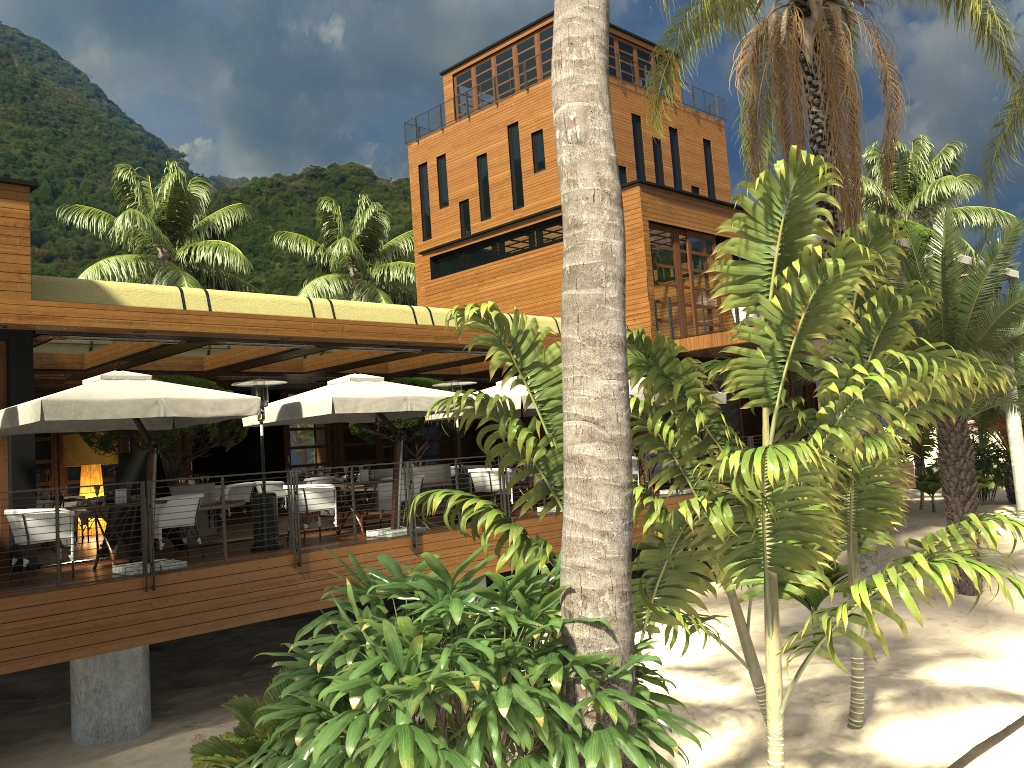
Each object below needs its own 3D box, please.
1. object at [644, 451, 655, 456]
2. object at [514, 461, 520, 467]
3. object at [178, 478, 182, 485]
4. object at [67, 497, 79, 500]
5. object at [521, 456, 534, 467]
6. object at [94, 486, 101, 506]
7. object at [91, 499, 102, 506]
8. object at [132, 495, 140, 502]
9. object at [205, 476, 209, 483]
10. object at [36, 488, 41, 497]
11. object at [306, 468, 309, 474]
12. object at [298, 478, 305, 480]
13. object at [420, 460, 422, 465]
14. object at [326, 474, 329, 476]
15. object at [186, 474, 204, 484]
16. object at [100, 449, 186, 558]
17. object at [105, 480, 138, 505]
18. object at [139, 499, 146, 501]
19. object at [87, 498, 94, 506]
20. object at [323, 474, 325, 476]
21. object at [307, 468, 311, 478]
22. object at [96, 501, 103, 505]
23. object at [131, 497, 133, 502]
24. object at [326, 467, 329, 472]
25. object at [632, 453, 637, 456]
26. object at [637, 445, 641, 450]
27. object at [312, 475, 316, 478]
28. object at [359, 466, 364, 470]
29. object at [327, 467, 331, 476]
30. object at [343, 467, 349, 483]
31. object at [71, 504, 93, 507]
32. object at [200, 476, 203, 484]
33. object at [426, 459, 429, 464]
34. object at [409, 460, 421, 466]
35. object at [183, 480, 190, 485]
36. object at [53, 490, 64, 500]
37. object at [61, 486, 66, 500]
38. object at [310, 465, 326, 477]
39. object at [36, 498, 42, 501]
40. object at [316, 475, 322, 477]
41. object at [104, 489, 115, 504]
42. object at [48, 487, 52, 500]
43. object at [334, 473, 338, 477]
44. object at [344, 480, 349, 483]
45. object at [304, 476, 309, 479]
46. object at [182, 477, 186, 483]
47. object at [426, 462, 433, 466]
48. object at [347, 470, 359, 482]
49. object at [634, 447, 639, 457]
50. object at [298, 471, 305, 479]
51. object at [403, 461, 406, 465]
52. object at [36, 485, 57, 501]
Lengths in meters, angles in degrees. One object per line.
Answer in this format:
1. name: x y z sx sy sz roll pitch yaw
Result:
1. object: 2.709 1.276 17.408 0.263 0.264 0.263 -4 -5 0
2. object: 0.074 1.341 15.218 0.168 0.179 0.163 0 -7 -43
3. object: -6.455 1.936 17.258 0.082 0.227 0.082 0 -6 -35
4. object: -7.566 1.967 15.232 0.170 0.025 0.294 -4 -4 -5
5. object: 0.280 1.268 15.009 0.263 0.264 0.263 -4 -5 0
6. object: -4.743 1.274 10.141 0.082 0.227 0.082 1 -7 -44
7. object: -4.821 1.375 10.280 0.116 0.065 0.116 0 -6 -41
8. object: -4.441 1.351 10.466 0.086 0.086 0.086 0 -6 -40
9. object: -5.872 1.883 17.101 0.082 0.227 0.082 0 -6 -35
10. object: -8.185 1.914 15.337 0.082 0.227 0.082 -2 -6 -21
11. object: -4.444 1.949 19.327 0.082 0.227 0.082 -1 -6 -26
12. object: -4.526 2.030 18.937 0.170 0.025 0.294 -2 -5 -22
13. object: -2.170 1.925 21.155 0.082 0.227 0.082 -4 -5 -2
14. object: -3.989 1.991 19.190 0.116 0.065 0.116 -2 -5 -24
15. object: -6.149 1.892 17.168 0.263 0.264 0.263 0 -6 -41
16. object: -5.026 1.608 12.029 0.768 1.399 0.771 -7 -6 29
17. object: -4.520 1.253 10.266 0.263 0.264 0.263 -4 -5 0
18. object: -4.452 1.398 10.670 0.170 0.025 0.294 0 -6 -45
19. object: -4.912 1.375 10.347 0.086 0.086 0.086 0 -6 -40
20. object: -4.133 2.009 19.444 0.086 0.086 0.086 -6 -5 18
21. object: -4.325 1.909 18.907 0.082 0.227 0.082 -1 -6 -33
22. object: -4.750 1.376 10.209 0.080 0.042 0.080 -7 -6 36
23. object: -4.532 1.373 10.528 0.116 0.065 0.116 0 -6 -41
24. object: -4.031 1.928 19.437 0.082 0.227 0.082 -1 -6 -33
25. object: 2.407 1.399 17.422 0.116 0.065 0.116 -6 -5 27
26. object: 2.485 1.298 17.283 0.082 0.227 0.082 1 -7 -44
27. object: -4.218 1.972 18.872 0.086 0.086 0.086 -6 -5 18
28. object: -2.219 1.314 13.058 0.082 0.227 0.082 -8 -6 34
29. object: -3.920 1.890 19.041 0.082 0.227 0.082 -1 -6 -26
30. object: -2.339 1.282 12.516 0.082 0.227 0.082 1 -7 -44
31. object: -4.899 1.389 10.133 0.170 0.025 0.294 0 -6 -45
32. object: -6.094 1.926 17.461 0.082 0.227 0.082 0 -7 -40
33. object: -2.047 1.947 21.562 0.082 0.227 0.082 -3 -5 -7
34. object: -2.322 1.942 21.437 0.263 0.264 0.263 -4 -5 4
35. object: -6.160 1.906 16.780 0.163 0.179 0.167 -1 -6 -34
36. object: -7.638 1.871 14.927 0.163 0.179 0.167 -4 -5 -7
37. object: -7.759 1.884 15.343 0.082 0.227 0.082 -4 -5 -4
38. object: -4.196 1.904 19.162 0.263 0.264 0.263 -2 -5 -27
39. object: -7.962 1.949 14.884 0.116 0.065 0.116 -1 -6 -34
40. object: -4.123 1.983 18.958 0.116 0.065 0.116 -4 -5 -1
41. object: -4.726 1.325 10.472 0.167 0.179 0.163 -9 -7 43
42. object: -7.773 1.852 14.905 0.082 0.227 0.082 -2 -6 -21
43. object: -3.793 1.959 19.102 0.086 0.086 0.086 -6 -5 23
44. object: -2.346 1.384 12.584 0.080 0.042 0.080 -5 -5 6
45. object: -4.404 2.011 19.065 0.116 0.065 0.116 -2 -5 -24
46. object: -6.254 1.893 16.884 0.082 0.227 0.082 -8 -7 38
47. object: -2.036 1.983 21.695 0.168 0.179 0.163 -5 -5 7
48. object: -2.322 1.333 12.851 0.168 0.179 0.163 0 -7 -43
49. object: 2.503 1.349 17.618 0.168 0.179 0.163 0 -7 -43
50. object: -4.562 1.979 19.262 0.163 0.179 0.167 -2 -5 -24
51. object: -2.568 1.961 21.264 0.082 0.227 0.082 -3 -5 -7
52. object: -7.961 1.869 15.142 0.263 0.264 0.263 -3 -5 -10
